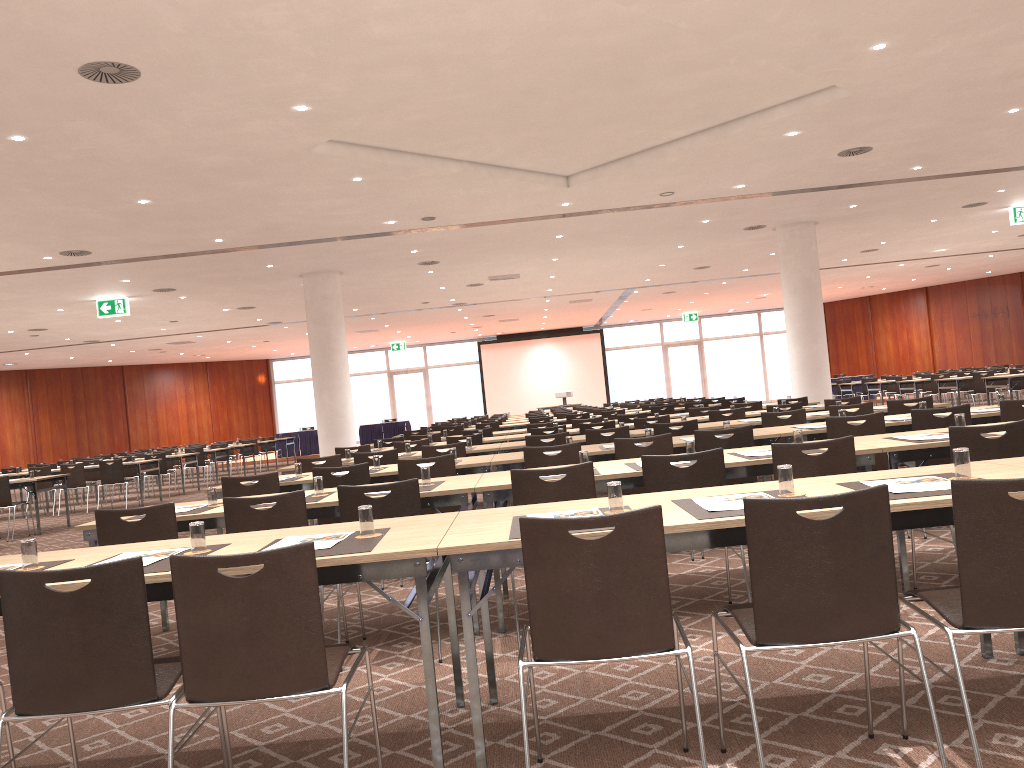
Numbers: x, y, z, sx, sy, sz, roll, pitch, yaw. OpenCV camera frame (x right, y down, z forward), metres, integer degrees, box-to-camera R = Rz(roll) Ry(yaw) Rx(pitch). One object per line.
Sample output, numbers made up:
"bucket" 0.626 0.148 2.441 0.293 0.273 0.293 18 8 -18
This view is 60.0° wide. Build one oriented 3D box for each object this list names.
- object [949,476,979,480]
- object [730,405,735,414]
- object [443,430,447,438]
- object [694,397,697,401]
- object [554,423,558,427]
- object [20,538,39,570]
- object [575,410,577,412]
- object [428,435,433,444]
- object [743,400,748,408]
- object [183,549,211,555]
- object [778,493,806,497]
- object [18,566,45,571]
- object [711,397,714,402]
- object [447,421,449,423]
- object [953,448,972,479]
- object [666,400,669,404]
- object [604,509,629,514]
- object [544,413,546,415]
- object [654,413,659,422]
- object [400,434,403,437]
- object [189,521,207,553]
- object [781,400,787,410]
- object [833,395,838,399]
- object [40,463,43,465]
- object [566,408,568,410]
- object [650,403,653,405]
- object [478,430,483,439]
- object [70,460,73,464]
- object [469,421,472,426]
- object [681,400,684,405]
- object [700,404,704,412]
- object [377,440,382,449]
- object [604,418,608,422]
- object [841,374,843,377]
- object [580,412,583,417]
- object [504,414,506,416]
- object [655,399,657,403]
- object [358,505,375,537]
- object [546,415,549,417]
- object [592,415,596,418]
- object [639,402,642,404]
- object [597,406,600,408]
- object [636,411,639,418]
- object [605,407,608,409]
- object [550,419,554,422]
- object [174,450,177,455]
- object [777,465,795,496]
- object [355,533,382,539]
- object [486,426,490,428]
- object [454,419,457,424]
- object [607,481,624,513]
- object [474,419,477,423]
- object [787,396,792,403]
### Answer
"object" 1.704 0.355 3.343 0.102 0.001 0.102 -5 -1 -33
"object" 2.817 0.333 11.324 0.054 0.114 0.054 -5 -1 -33
"object" -1.008 0.751 13.400 0.054 0.114 0.054 -6 -1 12
"object" 4.297 0.359 20.792 0.054 0.114 0.054 -5 -1 -33
"object" 0.565 0.558 11.375 0.054 0.114 0.054 -6 -1 35
"object" -1.855 0.653 3.408 0.054 0.114 0.054 -5 -1 -33
"object" 1.365 0.615 18.850 0.054 0.114 0.054 -5 -1 -33
"object" -1.053 0.719 11.405 0.054 0.114 0.054 -6 -1 12
"object" 3.510 0.300 13.320 0.054 0.114 0.054 -6 -1 35
"object" -1.207 0.646 3.404 0.102 0.001 0.102 -5 -1 -33
"object" 1.060 0.420 3.359 0.102 0.001 0.102 -5 -1 -33
"object" -1.852 0.710 3.405 0.102 0.001 0.102 -5 -1 -33
"object" 4.255 0.326 18.796 0.054 0.114 0.054 -5 -1 -33
"object" -1.506 0.938 20.907 0.054 0.114 0.054 -5 -1 -33
"object" 1.694 0.299 3.336 0.054 0.114 0.054 -5 -1 -33
"object" 3.650 0.423 20.816 0.054 0.114 0.054 -6 -1 35
"object" 0.401 0.485 3.372 0.102 0.001 0.102 -5 -1 -33
"object" 0.706 0.680 18.872 0.054 0.114 0.054 -5 -1 -33
"object" 1.854 0.429 11.341 0.054 0.114 0.054 -6 -1 35
"object" -1.666 0.816 13.407 0.054 0.114 0.054 -6 -1 -10
"object" -1.208 0.588 3.411 0.054 0.114 0.054 -6 -1 35
"object" 3.467 0.268 11.306 0.054 0.114 0.054 -5 -1 -33
"object" 4.119 0.203 11.293 0.054 0.114 0.054 -6 -1 35
"object" -10.118 1.760 19.085 0.054 0.114 0.054 -6 -1 35
"object" 1.428 0.681 22.857 0.054 0.114 0.054 -6 -1 35
"object" 2.970 0.454 18.815 0.054 0.114 0.054 -6 -1 35
"object" -0.400 0.654 11.382 0.054 0.114 0.054 -6 -1 12
"object" -9.471 1.696 19.070 0.054 0.114 0.054 -6 -1 35
"object" -0.895 0.840 18.894 0.054 0.114 0.054 -5 -1 -33
"object" 3.624 0.389 18.813 0.054 0.114 0.054 -6 -1 35
"object" 2.857 0.365 13.325 0.054 0.114 0.054 -6 -1 12
"object" -1.702 0.784 11.422 0.054 0.114 0.054 -6 -1 35
"object" 1.208 0.493 11.358 0.054 0.114 0.054 -6 -1 35
"object" 11.165 -0.284 30.019 0.054 0.114 0.054 -6 -1 12
"object" 1.324 0.582 16.856 0.054 0.114 0.054 -5 -1 -33
"object" -0.181 0.842 22.896 0.054 0.114 0.054 -6 -1 35
"object" 3.698 0.455 22.802 0.054 0.114 0.054 -6 -1 35
"object" -0.558 0.524 3.398 0.054 0.114 0.054 -5 -1 -33
"object" 0.673 0.647 16.859 0.054 0.114 0.054 -5 -1 -33
"object" 1.238 0.527 13.355 0.054 0.114 0.054 -6 -1 -10
"object" 3.018 0.486 20.827 0.054 0.114 0.054 -6 -1 35
"object" 2.037 0.584 20.843 0.054 0.114 0.054 -6 -1 35
"object" 1.891 0.462 13.339 0.054 0.114 0.054 -6 -1 -10
"object" 2.005 0.551 18.841 0.054 0.114 0.054 -5 -1 -33
"object" 0.603 0.590 13.372 0.054 0.114 0.054 -6 -1 -10
"object" -7.207 1.470 19.016 0.054 0.114 0.054 -5 -1 -33
"object" 1.035 0.364 3.353 0.054 0.114 0.054 -5 -1 -33
"object" -0.547 0.580 3.383 0.102 0.001 0.102 -5 -1 -33
"object" -0.357 0.686 13.395 0.054 0.114 0.054 -6 -1 35
"object" -1.460 0.969 22.907 0.054 0.114 0.054 -5 -1 -33
"object" 0.392 0.428 3.362 0.054 0.114 0.054 -5 -1 -33
"object" -0.854 0.873 20.908 0.054 0.114 0.054 -6 -1 35
"object" 4.161 0.235 13.303 0.054 0.114 0.054 -6 -1 -10
